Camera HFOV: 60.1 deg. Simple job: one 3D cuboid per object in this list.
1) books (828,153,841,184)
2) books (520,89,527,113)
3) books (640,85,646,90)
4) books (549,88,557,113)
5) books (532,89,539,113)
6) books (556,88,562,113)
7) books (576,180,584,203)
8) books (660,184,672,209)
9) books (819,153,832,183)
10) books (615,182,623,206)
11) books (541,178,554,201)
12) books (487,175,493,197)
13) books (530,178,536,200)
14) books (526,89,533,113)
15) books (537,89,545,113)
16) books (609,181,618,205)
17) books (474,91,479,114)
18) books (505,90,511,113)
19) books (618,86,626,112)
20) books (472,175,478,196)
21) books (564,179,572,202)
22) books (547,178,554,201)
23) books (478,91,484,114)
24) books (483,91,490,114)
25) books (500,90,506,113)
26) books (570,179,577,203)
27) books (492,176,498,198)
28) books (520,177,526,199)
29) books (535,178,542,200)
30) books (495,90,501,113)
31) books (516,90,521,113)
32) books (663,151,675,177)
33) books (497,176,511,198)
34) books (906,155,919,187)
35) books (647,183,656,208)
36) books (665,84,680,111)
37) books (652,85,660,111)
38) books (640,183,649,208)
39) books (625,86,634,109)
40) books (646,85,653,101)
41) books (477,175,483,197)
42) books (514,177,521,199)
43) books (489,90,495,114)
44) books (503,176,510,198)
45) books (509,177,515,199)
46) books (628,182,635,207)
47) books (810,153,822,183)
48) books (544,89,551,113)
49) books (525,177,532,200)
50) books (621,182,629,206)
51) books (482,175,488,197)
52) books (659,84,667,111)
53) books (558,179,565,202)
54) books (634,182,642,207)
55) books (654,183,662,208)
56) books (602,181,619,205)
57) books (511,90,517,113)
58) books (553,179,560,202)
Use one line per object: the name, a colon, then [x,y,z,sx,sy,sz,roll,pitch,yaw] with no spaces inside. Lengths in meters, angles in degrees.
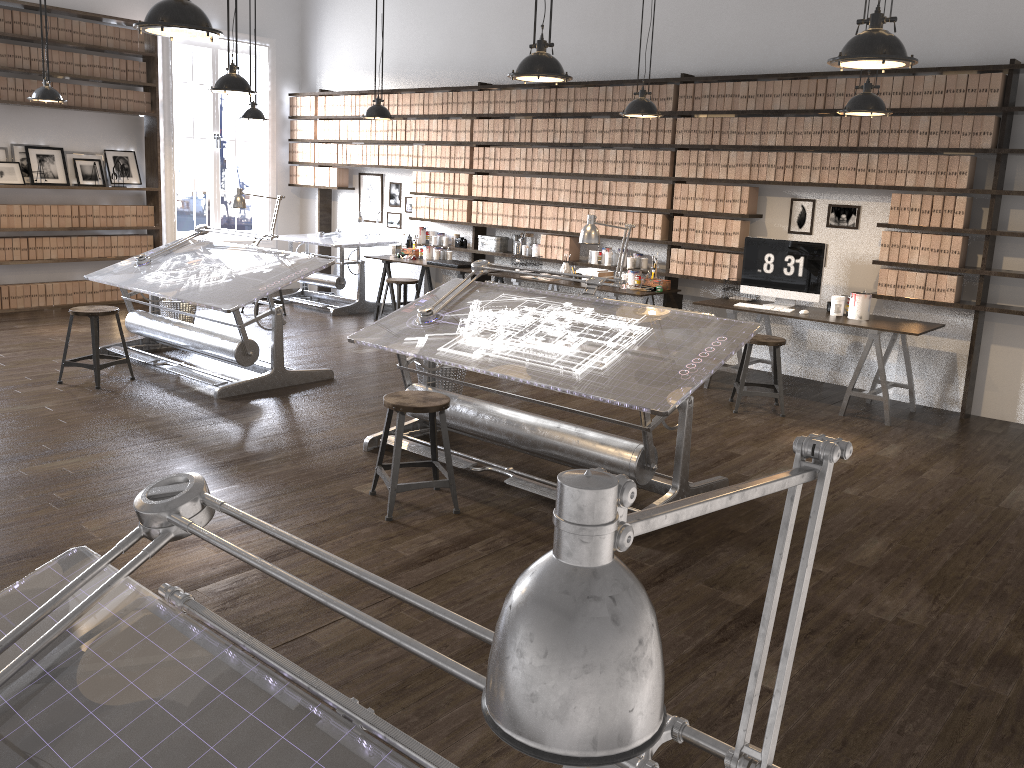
books: [2.487,-1.640,6.751,0.067,0.223,0.175,11,14,39]
books: [0.167,-2.735,8.595,0.067,0.224,0.175,11,14,39]
books: [1.185,-2.491,7.755,0.067,0.223,0.175,11,14,39]
books: [0.437,-2.670,8.371,0.067,0.224,0.175,11,14,39]
books: [0.276,-2.710,8.512,0.067,0.223,0.175,11,14,39]
books: [0.497,-2.657,8.328,0.067,0.223,0.175,11,14,39]
books: [0.682,-1.795,8.288,0.067,0.223,0.175,11,14,39]
books: [1.369,-1.629,7.712,0.067,0.224,0.175,11,14,39]
books: [2.435,-1.653,6.797,0.067,0.223,0.175,11,14,39]
books: [1.016,-1.715,8.013,0.067,0.223,0.175,11,14,39]
books: [0.362,-1.871,8.550,0.067,0.224,0.175,11,14,39]
books: [-0.166,-1.999,8.992,0.067,0.223,0.175,11,14,39]
books: [0.262,-1.897,8.638,0.067,0.223,0.175,11,14,39]
books: [0.222,-2.723,8.556,0.067,0.223,0.175,11,14,39]
books: [0.327,-2.697,8.464,0.067,0.223,0.175,11,14,39]
books: [0.962,-1.728,8.058,0.067,0.223,0.175,11,14,39]
books: [-0.302,-2.849,8.989,0.067,0.223,0.175,11,14,39]
books: [0.014,-2.772,8.723,0.067,0.224,0.175,11,14,39]
books: [1.029,-2.529,7.885,0.067,0.223,0.175,11,14,39]
books: [-0.325,-2.037,9.123,0.067,0.223,0.175,11,14,39]
books: [0.576,-1.819,8.370,0.067,0.223,0.175,11,14,39]
books: [0.418,-1.859,8.508,0.067,0.223,0.175,11,14,39]
books: [-0.257,-2.836,8.946,0.067,0.224,0.175,11,14,39]
books: [-0.202,-2.823,8.900,0.067,0.223,0.175,11,14,39]
books: [-0.037,-2.785,8.770,0.067,0.223,0.175,11,14,39]
books: [0.631,-1.806,8.325,0.067,0.224,0.175,11,14,39]
books: [-0.115,-1.987,8.952,0.067,0.223,0.175,11,14,39]
books: [0.160,-1.921,8.723,0.067,0.223,0.175,11,14,39]
books: [0.308,-1.885,8.597,0.067,0.223,0.175,11,14,39]
books: [-0.089,-2.798,8.816,0.067,0.223,0.175,11,14,39]
books: [0.119,-2.748,8.640,0.067,0.223,0.175,11,14,39]
books: [1.383,-1.900,7.668,0.067,0.223,0.175,11,14,39]
books: [-0.062,-1.973,8.901,0.067,0.224,0.175,11,14,39]
books: [2.916,-1.536,6.393,0.067,0.223,0.175,11,14,39]
books: [1.270,-1.654,7.801,0.067,0.223,0.175,11,14,39]
books: [1.393,-2.440,7.579,0.067,0.223,0.175,11,14,39]
books: [1.288,-2.467,7.671,0.067,0.223,0.175,11,14,39]
books: [1.214,-1.666,7.843,0.067,0.224,0.175,11,14,39]
books: [1.080,-2.515,7.838,0.067,0.224,0.175,11,14,39]
books: [1.233,-2.478,7.709,0.067,0.224,0.175,11,14,39]
books: [-0.272,-2.023,9.074,0.067,0.223,0.175,11,14,39]
books: [0.106,-1.934,8.768,0.067,0.223,0.175,11,14,39]
books: [-0.145,-2.810,8.857,0.067,0.223,0.175,11,14,39]
books: [-0.001,-1.960,8.858,0.067,0.223,0.175,11,14,39]
books: [0.050,-1.947,8.810,0.067,0.223,0.175,11,14,39]
books: [1.118,-1.691,7.927,0.067,0.223,0.175,11,14,39]
books: [2.380,-1.665,6.838,0.067,0.223,0.175,11,14,39]
books: [0.384,-2.684,8.422,0.067,0.223,0.175,11,14,39]
books: [0.208,-1.908,8.677,0.067,0.224,0.175,11,14,39]
books: [1.064,-1.702,7.966,0.067,0.224,0.175,11,14,39]
books: [-0.217,-2.010,9.029,0.067,0.224,0.175,11,14,39]
books: [1.342,-2.454,7.626,0.067,0.223,0.175,11,14,39]
books: [0.523,-1.833,8.419,0.067,0.223,0.175,11,14,39]
books: [1.164,-1.679,7.886,0.067,0.223,0.175,11,14,39]
books: [1.324,-1.642,7.759,0.067,0.223,0.175,11,14,39]
books: [0.906,-1.741,8.099,0.067,0.223,0.175,11,14,39]
books: [0.070,-2.759,8.679,0.067,0.223,0.175,11,14,39]
books: [0.473,-1.846,8.466,0.067,0.223,0.175,11,14,39]
